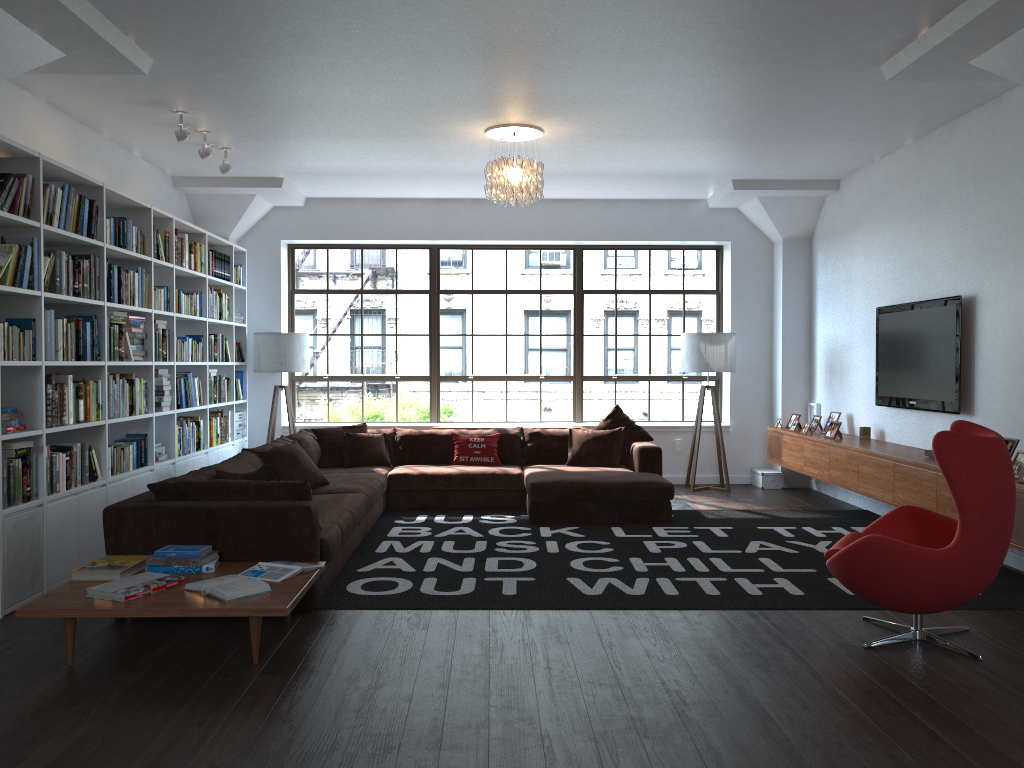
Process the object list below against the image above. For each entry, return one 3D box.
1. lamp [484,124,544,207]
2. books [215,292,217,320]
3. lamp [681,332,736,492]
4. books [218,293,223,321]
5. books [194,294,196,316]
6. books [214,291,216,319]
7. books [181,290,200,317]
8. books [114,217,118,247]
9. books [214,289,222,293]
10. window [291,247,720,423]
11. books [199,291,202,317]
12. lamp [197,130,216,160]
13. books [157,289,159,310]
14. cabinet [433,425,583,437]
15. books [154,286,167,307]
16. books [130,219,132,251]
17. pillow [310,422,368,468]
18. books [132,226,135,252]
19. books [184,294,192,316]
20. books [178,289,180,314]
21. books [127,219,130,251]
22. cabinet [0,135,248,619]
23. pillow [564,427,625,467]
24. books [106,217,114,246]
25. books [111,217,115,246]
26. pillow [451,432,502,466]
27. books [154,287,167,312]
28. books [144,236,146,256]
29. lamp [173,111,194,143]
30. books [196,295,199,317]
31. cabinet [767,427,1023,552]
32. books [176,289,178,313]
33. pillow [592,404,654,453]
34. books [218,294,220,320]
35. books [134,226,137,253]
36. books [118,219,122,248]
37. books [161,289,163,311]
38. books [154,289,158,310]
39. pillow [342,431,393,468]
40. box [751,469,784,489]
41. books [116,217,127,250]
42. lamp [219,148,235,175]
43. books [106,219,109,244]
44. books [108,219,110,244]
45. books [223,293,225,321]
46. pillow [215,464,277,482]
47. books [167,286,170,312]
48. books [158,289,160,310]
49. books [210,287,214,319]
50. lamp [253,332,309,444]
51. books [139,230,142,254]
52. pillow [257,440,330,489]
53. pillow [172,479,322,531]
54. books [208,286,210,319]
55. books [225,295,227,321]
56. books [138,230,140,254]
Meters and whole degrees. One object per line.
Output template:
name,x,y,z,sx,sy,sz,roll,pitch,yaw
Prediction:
lamp,0.016,-1.601,6.580,0.441,0.539,0.442,1,2,41
books,-2.735,-0.700,7.940,0.183,0.253,0.034,0,1,-2
lamp,1.985,0.275,8.981,0.545,1.579,0.545,0,1,10
books,-2.737,-0.704,8.102,0.183,0.253,0.034,0,1,-2
books,-2.730,-0.661,7.464,0.136,0.196,0.045,0,1,-1
books,-2.738,-0.699,7.907,0.183,0.253,0.034,0,1,-2
books,-2.734,-0.680,7.545,0.140,0.231,0.042,0,1,-1
books,-2.684,-0.998,5.863,0.146,0.202,0.027,0,1,-1
books,-2.747,-0.723,8.136,0.176,0.290,0.036,0,1,-2
window,-0.058,-0.525,9.629,4.648,1.905,0.114,0,1,-1
books,-2.738,-0.679,7.593,0.158,0.226,0.052,0,1,-1
lamp,-2.279,-1.773,6.597,0.120,0.211,0.111,-1,2,-42
books,-2.693,-0.624,6.624,0.106,0.162,0.032,0,1,-1
cabinet,-0.043,0.750,9.114,1.520,0.625,0.350,0,1,-1
books,-2.714,-0.648,6.786,0.146,0.202,0.027,0,1,-1
books,-2.700,-1.019,6.127,0.140,0.231,0.042,0,1,-1
pillow,-1.529,0.573,8.134,0.580,0.418,0.334,-1,1,-28
books,-2.697,-1.000,6.168,0.139,0.191,0.036,0,1,-1
books,-2.731,-0.652,7.362,0.134,0.184,0.030,0,1,-1
books,-2.712,-0.654,7.045,0.146,0.202,0.027,0,1,-1
books,-2.703,-1.016,6.078,0.158,0.226,0.052,0,1,-1
cabinet,-2.828,-0.088,6.633,0.461,2.414,4.500,0,1,-1
pillow,0.756,0.572,8.113,0.542,0.362,0.248,0,1,20
books,-2.686,-0.992,5.803,0.139,0.191,0.036,0,1,-1
books,-2.692,-0.998,5.835,0.146,0.202,0.027,0,1,-1
pillow,-0.329,0.605,8.208,0.465,0.308,0.220,0,1,-5
books,-2.708,-0.642,6.754,0.139,0.191,0.036,0,1,-1
books,-2.692,-0.986,6.374,0.110,0.153,0.019,0,1,-1
lamp,-2.268,-1.762,6.091,0.111,0.211,0.120,1,2,33
books,-2.728,-0.659,7.505,0.139,0.191,0.036,0,1,-1
cabinet,2.881,0.664,6.785,0.459,0.350,4.501,0,1,-1
books,-2.713,-0.652,7.018,0.127,0.200,0.020,0,1,-1
pillow,0.958,0.486,8.281,0.651,0.587,0.335,-1,1,-22
books,-2.747,-0.696,8.062,0.174,0.240,0.045,0,1,-2
books,-2.700,-1.004,6.208,0.136,0.196,0.045,0,1,-1
books,-2.690,-1.000,5.945,0.146,0.202,0.027,0,1,-1
books,-2.704,-0.631,6.698,0.126,0.173,0.032,0,1,-1
books,-2.699,-0.625,6.597,0.120,0.167,0.020,0,1,-1
pillow,-1.335,0.593,8.043,0.489,0.337,0.238,-1,2,-32
box,2.640,0.979,9.172,0.228,0.165,0.368,0,1,-1
books,-2.696,-1.017,6.029,0.140,0.231,0.042,0,1,-1
lamp,-2.291,-1.785,7.115,0.120,0.211,0.111,-1,1,-27
books,-2.682,-0.981,5.747,0.126,0.173,0.032,0,1,-1
books,-2.683,-0.984,5.774,0.128,0.178,0.021,0,1,-1
books,-2.747,-0.709,8.184,0.180,0.259,0.060,0,1,-2
pillow,-1.471,0.636,5.089,0.559,0.411,0.269,1,2,45
books,-2.706,-0.648,6.813,0.146,0.202,0.027,0,1,-1
books,-2.694,-0.627,6.648,0.107,0.167,0.017,0,1,-1
books,-2.738,-0.717,7.863,0.176,0.290,0.053,0,1,-2
lamp,-2.330,0.276,8.983,0.545,1.579,0.545,0,1,-12
books,-2.706,-1.000,6.310,0.134,0.184,0.030,0,1,-1
pillow,-1.612,0.626,6.514,0.325,0.391,0.625,0,1,15
pillow,-1.427,0.684,4.825,0.750,0.364,0.289,0,1,-2
books,-2.744,-0.711,7.753,0.198,0.284,0.066,0,1,-2
books,-2.755,-0.708,8.282,0.183,0.253,0.034,0,1,-2
books,-2.696,-0.996,6.263,0.128,0.178,0.022,0,1,-1
